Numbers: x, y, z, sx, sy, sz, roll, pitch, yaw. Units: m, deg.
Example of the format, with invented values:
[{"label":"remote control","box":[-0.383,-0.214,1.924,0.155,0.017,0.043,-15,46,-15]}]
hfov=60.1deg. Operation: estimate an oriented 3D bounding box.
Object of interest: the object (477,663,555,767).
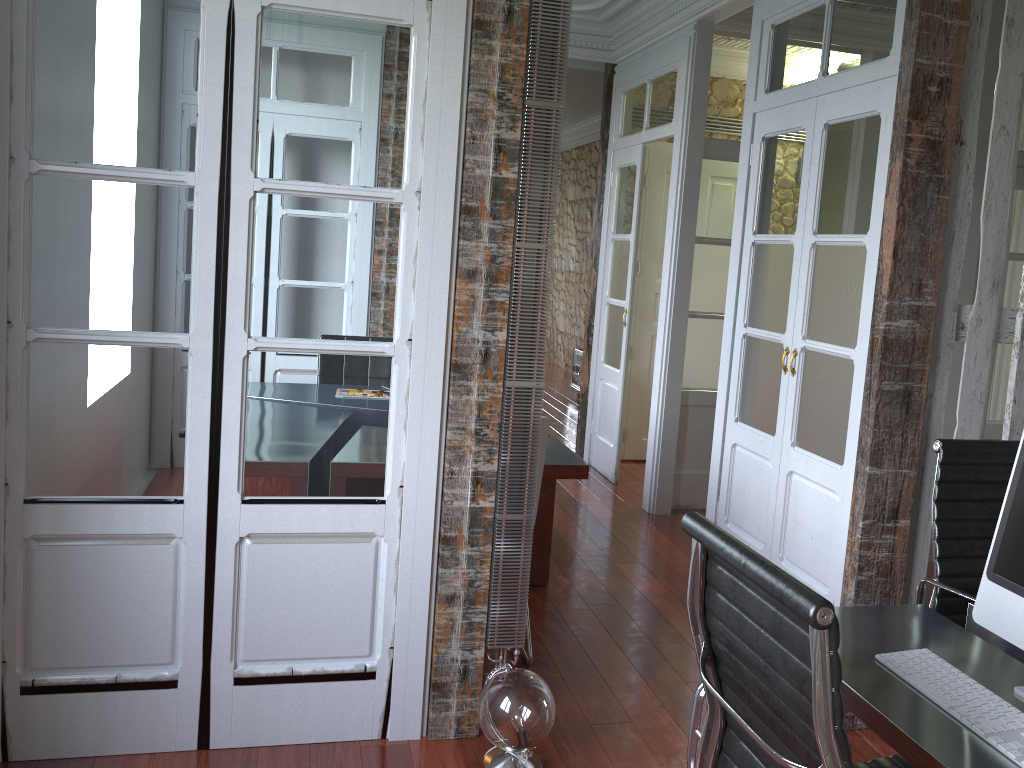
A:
[{"label":"object","box":[0.003,0.987,2.510,0.220,0.381,0.236,-1,8,-35]}]

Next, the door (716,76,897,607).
[{"label":"door","box":[1.197,-0.108,3.750,0.041,2.167,1.064,3,6,-14]}]

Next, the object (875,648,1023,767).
[{"label":"object","box":[0.809,0.561,1.519,0.118,0.017,0.442,2,9,-13]}]

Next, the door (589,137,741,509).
[{"label":"door","box":[0.819,-0.409,5.549,0.482,2.170,1.194,-1,8,-39]}]

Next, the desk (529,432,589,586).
[{"label":"desk","box":[-0.617,0.472,4.133,1.444,0.650,1.725,2,9,-13]}]

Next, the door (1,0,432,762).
[{"label":"door","box":[-0.803,-0.043,2.421,1.159,2.170,0.041,3,6,-14]}]

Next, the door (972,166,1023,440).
[{"label":"door","box":[2.821,-0.100,4.771,1.076,2.074,0.041,3,6,-14]}]

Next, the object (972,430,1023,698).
[{"label":"object","box":[1.047,0.343,1.523,0.189,0.482,0.487,3,7,-14]}]

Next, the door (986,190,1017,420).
[{"label":"door","box":[2.615,-0.241,5.594,1.076,2.074,0.041,3,6,-14]}]

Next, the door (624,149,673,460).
[{"label":"door","box":[1.289,-0.539,6.404,0.868,2.206,0.146,3,6,-14]}]

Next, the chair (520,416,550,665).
[{"label":"chair","box":[-0.174,0.510,3.257,0.475,0.914,0.605,3,7,-14]}]

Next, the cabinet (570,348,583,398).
[{"label":"cabinet","box":[0.997,0.004,8.436,0.488,0.507,1.433,2,9,-14]}]

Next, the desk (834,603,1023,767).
[{"label":"desk","box":[1.869,0.996,1.621,2.505,0.723,1.310,2,8,-13]}]

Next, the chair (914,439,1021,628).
[{"label":"chair","box":[1.412,0.712,2.323,0.665,1.017,0.704,2,7,-19]}]

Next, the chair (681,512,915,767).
[{"label":"chair","box":[0.608,0.774,1.553,0.698,1.017,0.670,3,7,-9]}]
